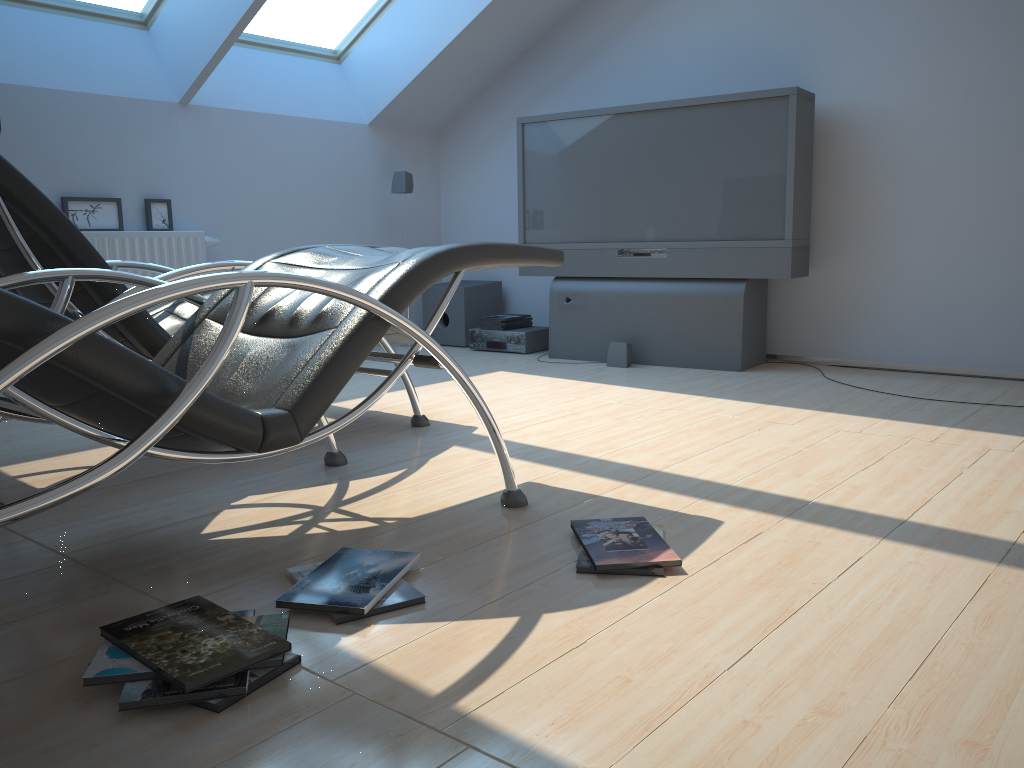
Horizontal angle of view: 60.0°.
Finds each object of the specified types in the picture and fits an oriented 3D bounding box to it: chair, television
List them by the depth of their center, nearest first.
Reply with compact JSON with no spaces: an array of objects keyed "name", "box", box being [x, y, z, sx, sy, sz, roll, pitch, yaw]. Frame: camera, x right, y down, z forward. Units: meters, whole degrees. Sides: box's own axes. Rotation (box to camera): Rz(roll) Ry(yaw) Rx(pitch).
[{"name":"chair","box":[-0.744,-0.078,2.076,0.836,0.953,2.114,7,12,39]},{"name":"chair","box":[-1.172,-0.381,3.054,0.836,1.251,1.938,7,12,39]},{"name":"television","box":[0.821,-0.851,5.115,1.686,1.446,0.400,5,11,34]}]

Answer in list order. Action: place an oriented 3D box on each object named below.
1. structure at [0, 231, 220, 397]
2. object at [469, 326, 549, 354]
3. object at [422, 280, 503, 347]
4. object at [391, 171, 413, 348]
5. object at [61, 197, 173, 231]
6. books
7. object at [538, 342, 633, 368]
[{"name":"structure","box":[-2.113,-0.401,4.691,0.120,0.800,1.324,7,12,39]},{"name":"object","box":[-0.003,-0.300,5.848,0.450,0.138,0.358,5,11,34]},{"name":"object","box":[-0.347,-0.505,6.239,0.400,0.424,0.401,7,12,39]},{"name":"object","box":[-0.715,-0.836,6.019,0.160,1.181,0.158,7,12,39]},{"name":"object","box":[-2.164,-0.876,4.604,0.030,0.180,0.846,7,12,39]},{"name":"books","box":[0.054,0.022,3.649,1.045,0.222,4.790,0,9,7]},{"name":"object","box":[0.313,-0.231,5.423,0.394,0.141,1.163,-5,10,-21]}]
